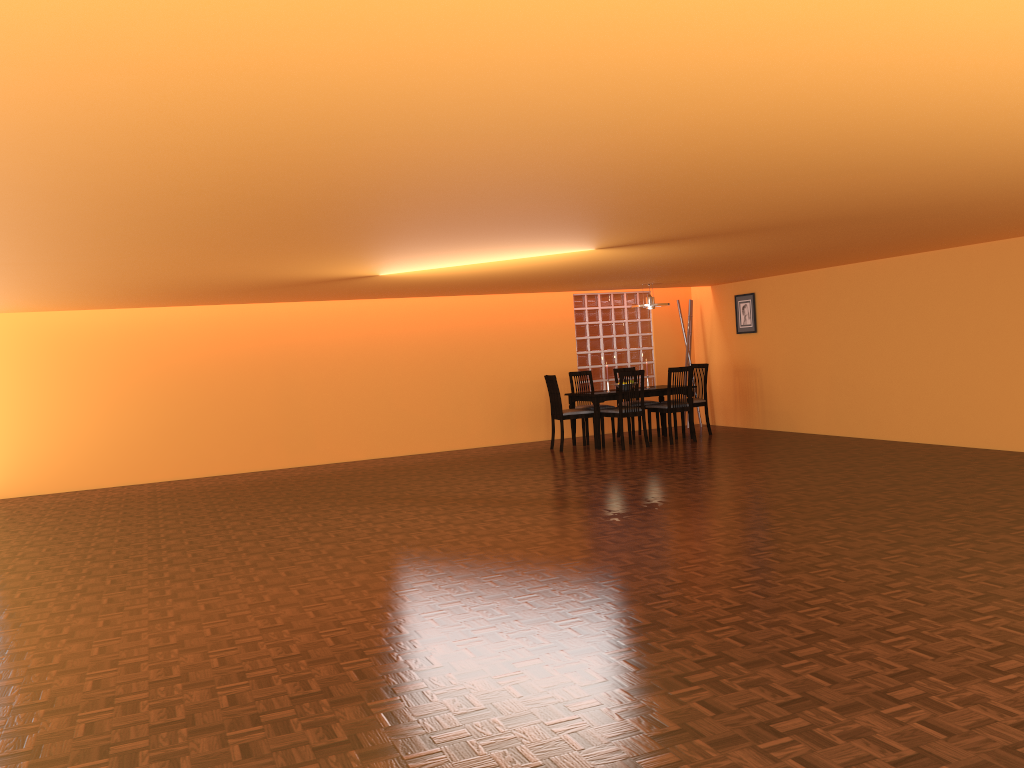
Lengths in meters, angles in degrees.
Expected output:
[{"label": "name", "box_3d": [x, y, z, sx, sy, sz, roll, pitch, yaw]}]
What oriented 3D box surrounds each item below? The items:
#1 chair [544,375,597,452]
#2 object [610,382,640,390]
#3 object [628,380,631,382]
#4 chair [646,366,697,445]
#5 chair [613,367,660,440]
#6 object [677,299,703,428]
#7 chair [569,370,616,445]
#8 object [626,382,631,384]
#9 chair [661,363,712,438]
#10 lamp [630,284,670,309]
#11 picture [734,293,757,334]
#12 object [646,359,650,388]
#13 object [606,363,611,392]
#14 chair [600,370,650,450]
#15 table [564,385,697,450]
[{"label": "chair", "box_3d": [0.619, 0.294, 9.422, 0.465, 0.809, 0.373, -4, 2, -17]}, {"label": "object", "box_3d": [1.241, 0.029, 9.659, 0.337, 0.072, 0.337, -2, 2, 34]}, {"label": "object", "box_3d": [1.304, -0.012, 9.688, 0.069, 0.066, 0.069, -4, 2, -12]}, {"label": "chair", "box_3d": [1.703, 0.222, 9.456, 0.373, 0.809, 0.465, -5, 2, -22]}, {"label": "chair", "box_3d": [1.413, 0.215, 10.165, 0.373, 0.809, 0.465, -5, 2, -22]}, {"label": "object", "box_3d": [2.190, -0.250, 10.918, 0.226, 1.589, 0.308, -4, 2, 0]}, {"label": "chair", "box_3d": [0.881, 0.258, 9.946, 0.373, 0.809, 0.465, -5, 2, -22]}, {"label": "object", "box_3d": [1.279, 0.006, 9.613, 0.066, 0.070, 0.055, -6, 3, -41]}, {"label": "chair", "box_3d": [1.972, 0.186, 9.970, 0.465, 0.809, 0.373, -5, 2, -27]}, {"label": "lamp", "box_3d": [1.515, -0.960, 9.750, 0.435, 0.274, 0.435, -4, 2, 0]}, {"label": "picture", "box_3d": [2.695, -0.811, 10.241, 0.014, 0.456, 0.361, -5, 2, -22]}, {"label": "object", "box_3d": [1.490, -0.118, 9.763, 0.044, 0.326, 0.044, -5, 2, -34]}, {"label": "object", "box_3d": [1.022, -0.078, 9.480, 0.044, 0.326, 0.044, -5, 2, -34]}, {"label": "chair", "box_3d": [1.171, 0.264, 9.237, 0.373, 0.809, 0.465, -5, 2, -22]}, {"label": "table", "box_3d": [1.305, 0.353, 9.675, 1.259, 0.584, 0.697, -5, 2, -22]}]
